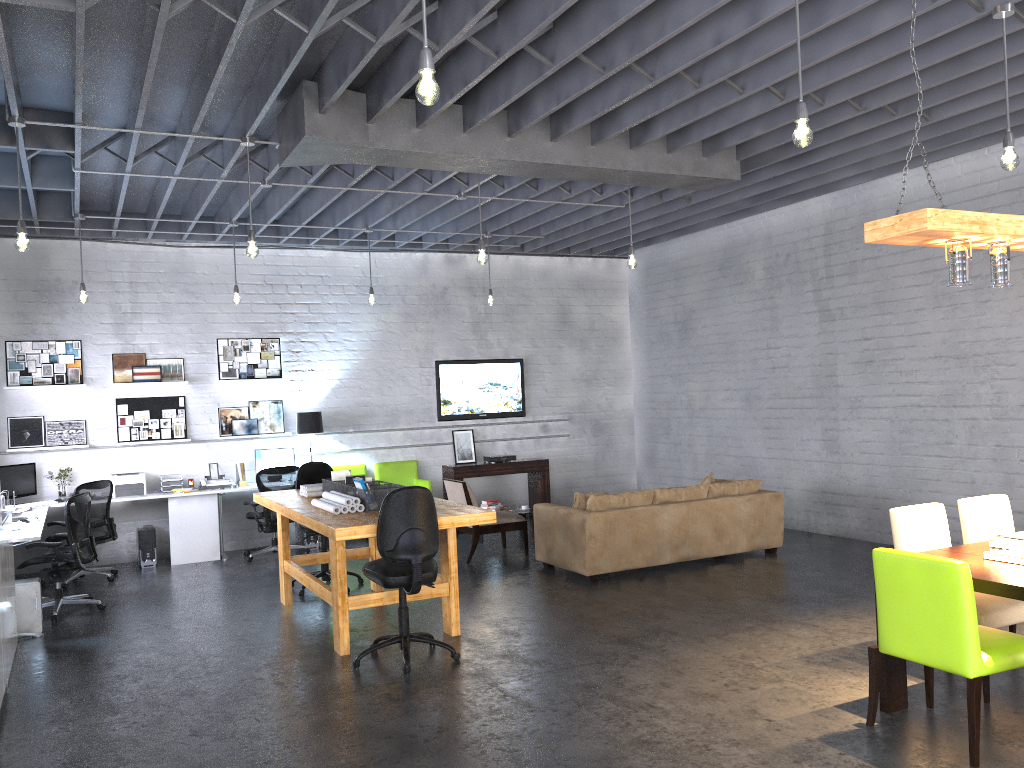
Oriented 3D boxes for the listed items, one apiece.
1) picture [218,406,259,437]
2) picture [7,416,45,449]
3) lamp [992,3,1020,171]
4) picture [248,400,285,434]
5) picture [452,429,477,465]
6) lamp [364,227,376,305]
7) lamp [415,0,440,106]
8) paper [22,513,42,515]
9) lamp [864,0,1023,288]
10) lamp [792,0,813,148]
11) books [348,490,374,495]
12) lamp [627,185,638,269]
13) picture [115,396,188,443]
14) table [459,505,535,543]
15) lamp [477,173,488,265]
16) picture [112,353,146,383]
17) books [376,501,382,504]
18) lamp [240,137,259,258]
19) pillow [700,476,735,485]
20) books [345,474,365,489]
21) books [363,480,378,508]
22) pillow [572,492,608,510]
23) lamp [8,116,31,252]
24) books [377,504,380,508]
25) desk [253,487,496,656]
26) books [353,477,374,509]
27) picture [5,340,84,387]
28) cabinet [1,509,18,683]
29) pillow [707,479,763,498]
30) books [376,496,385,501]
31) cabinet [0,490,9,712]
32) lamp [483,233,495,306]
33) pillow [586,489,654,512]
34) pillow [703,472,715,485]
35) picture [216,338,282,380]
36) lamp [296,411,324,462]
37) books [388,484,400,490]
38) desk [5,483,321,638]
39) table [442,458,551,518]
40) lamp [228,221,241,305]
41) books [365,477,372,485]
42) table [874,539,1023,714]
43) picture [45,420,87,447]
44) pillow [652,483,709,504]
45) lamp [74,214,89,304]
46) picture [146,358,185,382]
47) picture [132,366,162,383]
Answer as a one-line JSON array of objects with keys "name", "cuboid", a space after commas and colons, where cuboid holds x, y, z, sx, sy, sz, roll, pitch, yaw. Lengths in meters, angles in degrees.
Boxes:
[{"name": "picture", "cuboid": [-3.287, 0.448, 10.654, 0.452, 0.345, 0.054, -2, 0, -26]}, {"name": "picture", "cuboid": [-5.297, 0.526, 9.671, 0.355, 0.343, 0.042, -2, 0, -26]}, {"name": "lamp", "cuboid": [2.662, -1.587, 4.772, 0.104, 0.878, 0.104, -3, 0, -6]}, {"name": "picture", "cuboid": [-2.991, 0.405, 10.811, 0.409, 0.408, 0.047, -2, 0, -26]}, {"name": "picture", "cuboid": [-0.642, 0.844, 11.933, 0.308, 0.457, 0.092, -3, 0, -26]}, {"name": "lamp", "cuboid": [-1.607, -1.330, 10.050, 0.104, 0.878, 0.104, -3, 0, -26]}, {"name": "lamp", "cuboid": [-0.330, -1.474, 3.290, 0.104, 0.878, 0.104, -3, 0, -8]}, {"name": "paper", "cuboid": [-4.559, 1.234, 8.423, 0.159, 0.001, 0.115, -2, -1, -38]}, {"name": "lamp", "cuboid": [2.727, -1.426, 4.651, 2.129, 1.841, 0.367, -2, 0, -26]}, {"name": "lamp", "cuboid": [1.330, -1.537, 4.112, 0.104, 0.878, 0.104, -3, 0, -8]}, {"name": "books", "cuboid": [-1.114, 0.830, 6.792, 0.185, 0.027, 0.232, -3, -1, 36]}, {"name": "lamp", "cuboid": [1.068, -1.475, 7.996, 0.104, 0.878, 0.104, -2, 0, 17]}, {"name": "picture", "cuboid": [-4.154, 0.402, 10.230, 0.749, 0.503, 0.058, -2, 0, -26]}, {"name": "table", "cuboid": [-0.126, 1.707, 10.895, 0.873, 0.300, 0.873, -2, -1, -23]}, {"name": "lamp", "cuboid": [-0.265, -1.425, 7.336, 0.104, 0.878, 0.104, -3, 0, -26]}, {"name": "picture", "cuboid": [-4.374, -0.178, 10.140, 0.355, 0.343, 0.042, -2, 0, -26]}, {"name": "books", "cuboid": [-0.920, 0.867, 6.545, 0.141, 0.021, 0.203, -2, -1, -25]}, {"name": "lamp", "cuboid": [-1.925, -1.362, 6.514, 0.104, 0.878, 0.104, -3, 0, -26]}, {"name": "pillow", "cuboid": [2.199, 1.185, 9.364, 0.238, 0.375, 0.749, -3, 0, -27]}, {"name": "books", "cuboid": [-1.226, 0.819, 6.936, 0.157, 0.214, 0.063, -2, 0, -26]}, {"name": "books", "cuboid": [-1.044, 0.806, 6.456, 0.097, 0.209, 0.158, -3, 0, -26]}, {"name": "pillow", "cuboid": [0.769, 1.216, 8.497, 0.523, 0.403, 0.319, -2, 0, -7]}, {"name": "lamp", "cuboid": [-3.252, -1.312, 5.856, 0.104, 0.878, 0.104, -3, 0, -26]}, {"name": "books", "cuboid": [-0.921, 0.892, 6.543, 0.155, 0.029, 0.226, -2, -1, -26]}, {"name": "desk", "cuboid": [-1.213, 1.392, 7.059, 1.114, 0.926, 2.833, -2, -1, -26]}, {"name": "books", "cuboid": [-1.081, 0.796, 6.454, 0.108, 0.234, 0.166, -3, 0, -26]}, {"name": "picture", "cuboid": [-5.140, -0.229, 9.753, 0.749, 0.503, 0.058, -2, 0, -26]}, {"name": "cabinet", "cuboid": [-3.717, 1.442, 6.094, 0.465, 1.021, 1.152, -3, 0, -26]}, {"name": "pillow", "cuboid": [2.179, 1.161, 8.951, 0.663, 0.386, 0.308, -2, 0, -24]}, {"name": "books", "cuboid": [-0.922, 0.846, 6.539, 0.127, 0.022, 0.181, -2, -1, -31]}, {"name": "cabinet", "cuboid": [-3.193, 0.894, 5.206, 0.291, 2.047, 0.873, -3, 0, -26]}, {"name": "lamp", "cuboid": [-0.275, -1.380, 10.710, 0.104, 0.878, 0.104, -2, 0, 17]}, {"name": "pillow", "cuboid": [0.987, 1.206, 8.369, 0.704, 0.402, 0.291, -2, 0, -26]}, {"name": "pillow", "cuboid": [2.018, 1.148, 9.235, 0.243, 0.423, 0.550, -3, 0, 14]}, {"name": "picture", "cuboid": [-3.171, -0.304, 10.729, 0.749, 0.503, 0.058, -2, 0, -26]}, {"name": "lamp", "cuboid": [-2.462, 0.757, 10.836, 0.333, 0.832, 0.333, -2, 0, 25]}, {"name": "books", "cuboid": [-1.038, 0.892, 7.440, 0.244, 0.067, 0.298, -2, -1, -17]}, {"name": "desk", "cuboid": [-3.323, 1.578, 8.812, 3.573, 0.785, 3.299, -2, -1, -26]}, {"name": "table", "cuboid": [-0.198, 1.464, 11.975, 1.410, 0.820, 0.404, -2, 0, -26]}, {"name": "lamp", "cuboid": [-2.935, -1.280, 9.393, 0.104, 0.878, 0.104, -3, 0, -26]}, {"name": "books", "cuboid": [-1.178, 0.831, 6.994, 0.143, 0.188, 0.061, -2, 0, -26]}, {"name": "table", "cuboid": [2.873, 1.252, 4.583, 1.799, 0.780, 0.854, -2, 0, -26]}, {"name": "picture", "cuboid": [-4.950, 0.545, 9.839, 0.409, 0.277, 0.036, -2, 0, -26]}, {"name": "pillow", "cuboid": [1.592, 1.183, 8.669, 0.666, 0.402, 0.291, -2, 0, -26]}, {"name": "lamp", "cuboid": [-4.246, -1.230, 8.743, 0.104, 0.878, 0.104, -3, 0, -26]}, {"name": "picture", "cuboid": [-4.027, -0.158, 10.308, 0.409, 0.277, 0.036, -2, 0, -26]}, {"name": "picture", "cuboid": [-4.203, -0.111, 10.203, 0.311, 0.196, 0.029, -2, 0, -26]}]
